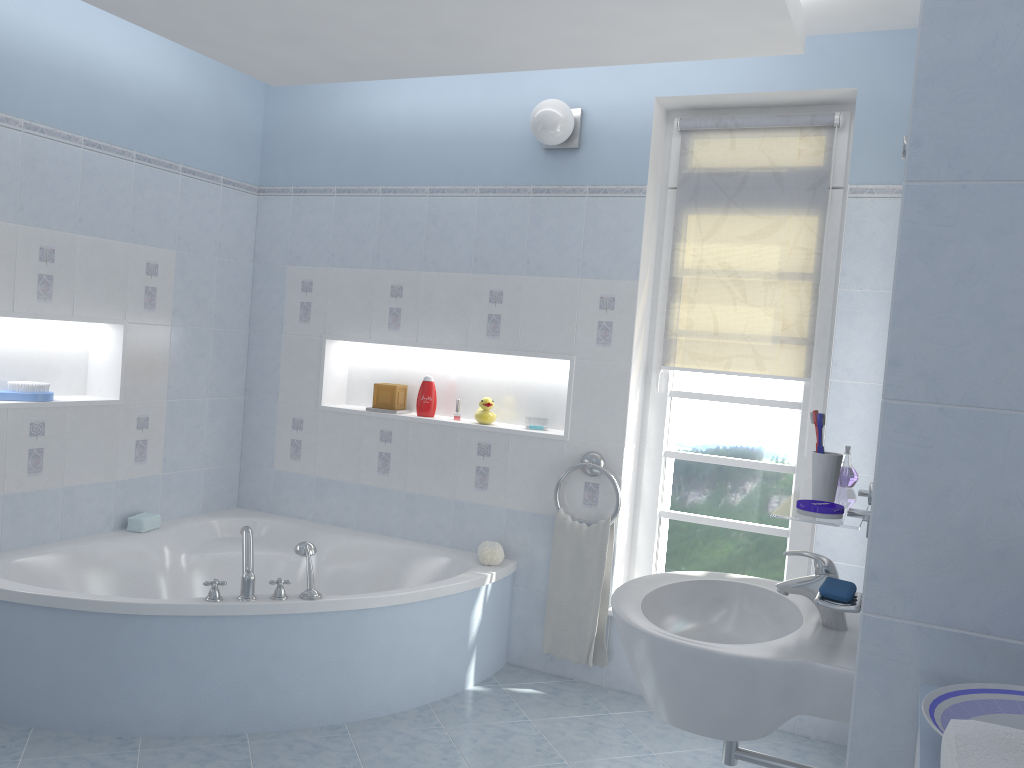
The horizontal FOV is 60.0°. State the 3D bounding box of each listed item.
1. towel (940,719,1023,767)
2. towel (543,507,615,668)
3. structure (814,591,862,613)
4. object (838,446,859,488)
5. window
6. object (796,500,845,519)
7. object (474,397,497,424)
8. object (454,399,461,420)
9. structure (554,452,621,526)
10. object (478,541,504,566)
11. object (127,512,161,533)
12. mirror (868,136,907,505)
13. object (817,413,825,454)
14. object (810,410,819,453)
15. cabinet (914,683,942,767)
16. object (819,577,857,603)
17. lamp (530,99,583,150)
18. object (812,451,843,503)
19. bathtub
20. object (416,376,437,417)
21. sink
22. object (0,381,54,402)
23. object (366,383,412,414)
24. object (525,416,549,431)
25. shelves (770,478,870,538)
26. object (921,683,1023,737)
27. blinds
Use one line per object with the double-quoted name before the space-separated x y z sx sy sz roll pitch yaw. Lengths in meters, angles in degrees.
"towel" 0.505 0.350 0.667 0.324 0.086 0.227 6 3 24
"towel" 0.280 0.831 3.631 0.280 0.635 0.083 6 3 25
"structure" 0.628 0.411 1.686 0.092 0.034 0.124 6 3 25
"object" 0.764 0.188 2.028 0.059 0.094 0.059 4 3 -3
"window" 0.916 -0.083 3.611 0.758 2.067 0.142 6 3 25
"object" 0.561 0.228 1.615 0.083 0.020 0.083 6 3 32
"object" -0.117 0.117 3.951 0.095 0.122 0.132 4 3 -11
"object" -0.247 0.117 4.032 0.030 0.096 0.030 4 3 -4
"structure" 0.314 0.446 3.636 0.291 0.332 0.051 6 3 25
"object" -0.089 0.714 3.741 0.105 0.077 0.165 4 3 -4
"object" -1.589 0.598 3.831 0.081 0.059 0.128 5 3 12
"mirror" 0.767 -0.109 1.780 0.012 0.680 0.620 6 3 25
"object" 0.611 0.145 1.745 0.054 0.175 0.012 2 3 -40
"object" 0.611 0.142 1.782 0.012 0.178 0.050 3 3 -26
"cabinet" 0.544 0.920 0.896 0.389 0.921 0.819 6 3 25
"object" 0.621 0.392 1.690 0.060 0.027 0.090 6 3 27
"lamp" 0.170 -1.059 3.602 0.180 0.180 0.216 6 3 25
"object" 0.620 0.186 1.757 0.058 0.100 0.058 6 3 31
"bathtub" -1.022 0.827 3.441 1.596 0.670 1.578 6 3 25
"object" -0.390 0.057 4.071 0.092 0.190 0.044 5 3 -1
"sink" 0.480 0.582 1.915 0.533 0.489 0.634 6 3 25
"object" -1.994 0.025 3.311 0.172 0.065 0.534 7 3 39
"object" -0.575 0.066 4.177 0.160 0.130 0.160 5 3 19
"object" 0.108 0.173 3.882 0.102 0.053 0.072 5 3 0
"shelves" 0.665 0.254 1.828 0.170 0.045 0.620 6 3 25
"object" 0.653 0.434 1.010 0.344 0.054 0.344 4 3 -2
"blinds" 0.925 -0.549 3.540 0.598 1.032 0.046 6 3 25
